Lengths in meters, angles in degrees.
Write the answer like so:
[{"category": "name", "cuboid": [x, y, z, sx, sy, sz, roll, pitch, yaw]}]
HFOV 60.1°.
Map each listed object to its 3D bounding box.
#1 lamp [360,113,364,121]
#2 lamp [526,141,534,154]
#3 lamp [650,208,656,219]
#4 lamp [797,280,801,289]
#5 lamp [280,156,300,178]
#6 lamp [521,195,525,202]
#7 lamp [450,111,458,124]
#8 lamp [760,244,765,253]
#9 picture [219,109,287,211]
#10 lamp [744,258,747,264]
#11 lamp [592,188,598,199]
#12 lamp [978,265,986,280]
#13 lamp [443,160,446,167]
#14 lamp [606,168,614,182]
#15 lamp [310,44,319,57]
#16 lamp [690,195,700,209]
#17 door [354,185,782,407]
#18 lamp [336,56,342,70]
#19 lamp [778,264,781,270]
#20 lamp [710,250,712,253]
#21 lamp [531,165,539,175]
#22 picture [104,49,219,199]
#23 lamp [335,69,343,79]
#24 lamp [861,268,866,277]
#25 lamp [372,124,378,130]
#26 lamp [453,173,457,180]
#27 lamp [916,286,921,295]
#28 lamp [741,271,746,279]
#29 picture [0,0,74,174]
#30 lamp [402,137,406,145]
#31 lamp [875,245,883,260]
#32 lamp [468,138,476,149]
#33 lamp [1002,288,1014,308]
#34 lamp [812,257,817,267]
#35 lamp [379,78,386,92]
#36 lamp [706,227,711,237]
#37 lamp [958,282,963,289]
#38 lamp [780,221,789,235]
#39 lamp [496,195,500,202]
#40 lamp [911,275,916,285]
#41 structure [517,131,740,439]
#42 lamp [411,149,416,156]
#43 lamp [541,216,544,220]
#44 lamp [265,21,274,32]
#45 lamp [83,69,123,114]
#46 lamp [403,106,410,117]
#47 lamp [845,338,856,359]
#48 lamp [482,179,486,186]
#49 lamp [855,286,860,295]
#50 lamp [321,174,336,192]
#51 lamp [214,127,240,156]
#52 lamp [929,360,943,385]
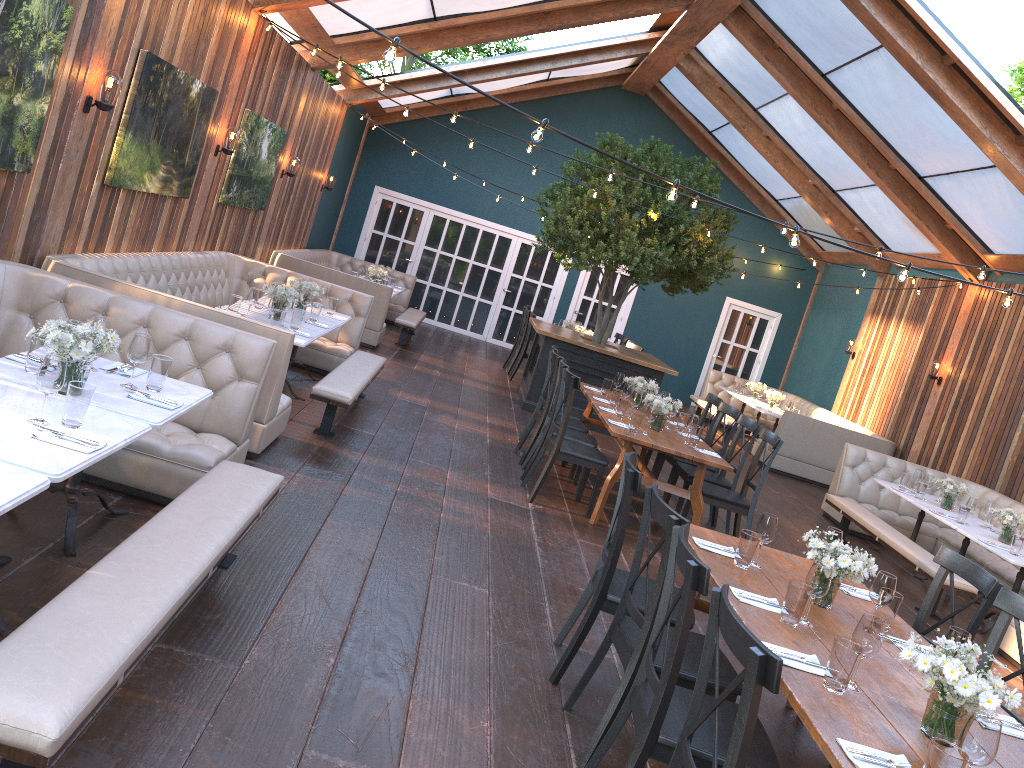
[{"category": "lamp", "cuboid": [-2.360, -4.214, 13.954, 0.056, 0.120, 0.057, 14, 6, -34]}, {"category": "lamp", "cuboid": [0.160, -2.088, 7.798, 0.056, 0.120, 0.056, 18, 5, 5]}, {"category": "lamp", "cuboid": [1.619, -1.947, 10.118, 0.057, 0.120, 0.056, 20, 5, 21]}, {"category": "lamp", "cuboid": [3.989, -1.381, 12.278, 0.056, 0.120, 0.057, 15, 6, -26]}, {"category": "lamp", "cuboid": [-2.799, -2.737, 11.213, 0.178, 0.318, 0.147, 17, 5, -4]}, {"category": "lamp", "cuboid": [0.190, -3.182, 15.168, 0.057, 0.120, 0.056, 19, 5, 20]}, {"category": "lamp", "cuboid": [-0.520, -2.402, 7.960, 0.056, 0.120, 0.056, 18, 5, 8]}, {"category": "lamp", "cuboid": [3.016, -1.624, 10.609, 0.060, 0.119, 0.056, 19, 5, 20]}, {"category": "picture", "cuboid": [-2.841, -2.436, 9.812, 0.065, 0.992, 1.663, 17, 7, -4]}, {"category": "lamp", "cuboid": [4.402, -2.315, 16.641, 0.057, 0.120, 0.056, 19, 5, 17]}, {"category": "lamp", "cuboid": [0.932, -2.124, 9.847, 0.056, 0.120, 0.057, 15, 5, -23]}, {"category": "lamp", "cuboid": [3.670, -0.866, 6.892, 0.057, 0.120, 0.056, 19, 5, 17]}, {"category": "lamp", "cuboid": [-1.104, -3.634, 14.570, 0.056, 0.120, 0.056, 19, 5, 11]}, {"category": "lamp", "cuboid": [0.853, -1.800, 7.635, 0.057, 0.120, 0.056, 21, 6, 37]}, {"category": "lamp", "cuboid": [-1.844, -3.116, 8.260, 0.056, 0.119, 0.057, 14, 6, -38]}, {"category": "lamp", "cuboid": [1.542, -1.533, 7.453, 0.056, 0.120, 0.057, 15, 6, -29]}, {"category": "door", "cuboid": [0.994, -1.507, 17.009, 8.162, 2.199, 0.175, 17, 4, -3]}, {"category": "lamp", "cuboid": [-1.593, -2.977, 8.205, 0.056, 0.120, 0.056, 17, 5, -1]}, {"category": "lamp", "cuboid": [5.119, -2.225, 16.872, 0.056, 0.120, 0.057, 16, 5, -21]}, {"category": "lamp", "cuboid": [3.696, -2.417, 16.414, 0.056, 0.118, 0.061, 17, 5, -3]}, {"category": "lamp", "cuboid": [0.247, -2.319, 9.587, 0.056, 0.119, 0.057, 16, 5, -16]}, {"category": "picture", "cuboid": [-2.752, -2.008, 7.081, 0.065, 0.992, 1.663, 17, 7, -4]}, {"category": "lamp", "cuboid": [-1.704, -3.064, 8.711, 0.065, 0.117, 0.057, 12, 7, -45]}, {"category": "lamp", "cuboid": [4.428, -1.402, 11.110, 0.056, 0.120, 0.057, 16, 5, -22]}, {"category": "lamp", "cuboid": [-2.143, -4.007, 13.777, 0.077, 0.113, 0.056, 22, 7, 41]}, {"category": "lamp", "cuboid": [-0.873, -3.178, 13.545, 0.056, 0.119, 0.060, 18, 5, 0]}, {"category": "lamp", "cuboid": [5.438, -1.245, 11.830, 0.074, 0.114, 0.056, 18, 5, 3]}, {"category": "lamp", "cuboid": [3.271, -1.539, 12.508, 0.056, 0.120, 0.057, 15, 6, -27]}, {"category": "picture", "cuboid": [-2.662, -1.572, 4.303, 0.065, 0.992, 1.663, 17, 7, -4]}, {"category": "lamp", "cuboid": [-1.737, -3.918, 14.267, 0.056, 0.120, 0.057, 16, 5, -19]}, {"category": "lamp", "cuboid": [2.950, -1.055, 7.107, 0.067, 0.117, 0.057, 13, 7, -40]}, {"category": "lamp", "cuboid": [-0.423, -2.532, 9.303, 0.056, 0.120, 0.057, 14, 6, -38]}, {"category": "lamp", "cuboid": [2.892, -0.500, 5.148, 0.056, 0.120, 0.057, 16, 5, -16]}, {"category": "lamp", "cuboid": [3.717, -1.498, 10.853, 0.056, 0.117, 0.068, 17, 5, -7]}, {"category": "lamp", "cuboid": [-1.183, -2.743, 8.115, 0.057, 0.120, 0.056, 19, 5, 21]}, {"category": "lamp", "cuboid": [2.314, -1.776, 10.362, 0.059, 0.119, 0.057, 16, 5, -18]}, {"category": "lamp", "cuboid": [5.877, -1.300, 11.566, 0.057, 0.119, 0.056, 20, 6, 25]}, {"category": "lamp", "cuboid": [2.245, -1.282, 7.275, 0.056, 0.120, 0.056, 19, 5, 11]}, {"category": "lamp", "cuboid": [-0.206, -2.808, 13.376, 0.057, 0.114, 0.073, 22, 7, 39]}, {"category": "lamp", "cuboid": [5.150, -1.331, 11.327, 0.064, 0.118, 0.057, 18, 5, 5]}, {"category": "structure", "cuboid": [1.389, -1.334, 11.354, 2.719, 3.677, 2.863, 18, 6, 5]}, {"category": "lamp", "cuboid": [-1.521, -3.580, 13.667, 0.059, 0.119, 0.057, 17, 5, -10]}, {"category": "lamp", "cuboid": [0.468, -2.493, 13.263, 0.057, 0.119, 0.060, 21, 6, 33]}, {"category": "lamp", "cuboid": [-2.314, -3.409, 8.430, 0.057, 0.118, 0.061, 21, 6, 31]}, {"category": "lamp", "cuboid": [-2.633, -1.879, 5.721, 0.178, 0.318, 0.147, 17, 5, -4]}, {"category": "lamp", "cuboid": [-1.070, -2.774, 9.001, 0.057, 0.118, 0.062, 21, 6, 38]}, {"category": "lamp", "cuboid": [5.528, -0.589, 14.435, 0.178, 0.318, 0.147, 17, 5, -4]}, {"category": "lamp", "cuboid": [-0.459, -3.383, 14.874, 0.056, 0.120, 0.057, 17, 5, -2]}, {"category": "lamp", "cuboid": [4.714, -1.275, 12.051, 0.056, 0.117, 0.067, 15, 6, -28]}, {"category": "lamp", "cuboid": [-2.882, -3.164, 13.949, 0.178, 0.318, 0.147, 17, 5, -4]}, {"category": "lamp", "cuboid": [-2.717, -2.310, 8.478, 0.178, 0.318, 0.147, 17, 5, -4]}, {"category": "lamp", "cuboid": [5.611, -0.161, 11.699, 0.178, 0.318, 0.147, 17, 5, -4]}]
